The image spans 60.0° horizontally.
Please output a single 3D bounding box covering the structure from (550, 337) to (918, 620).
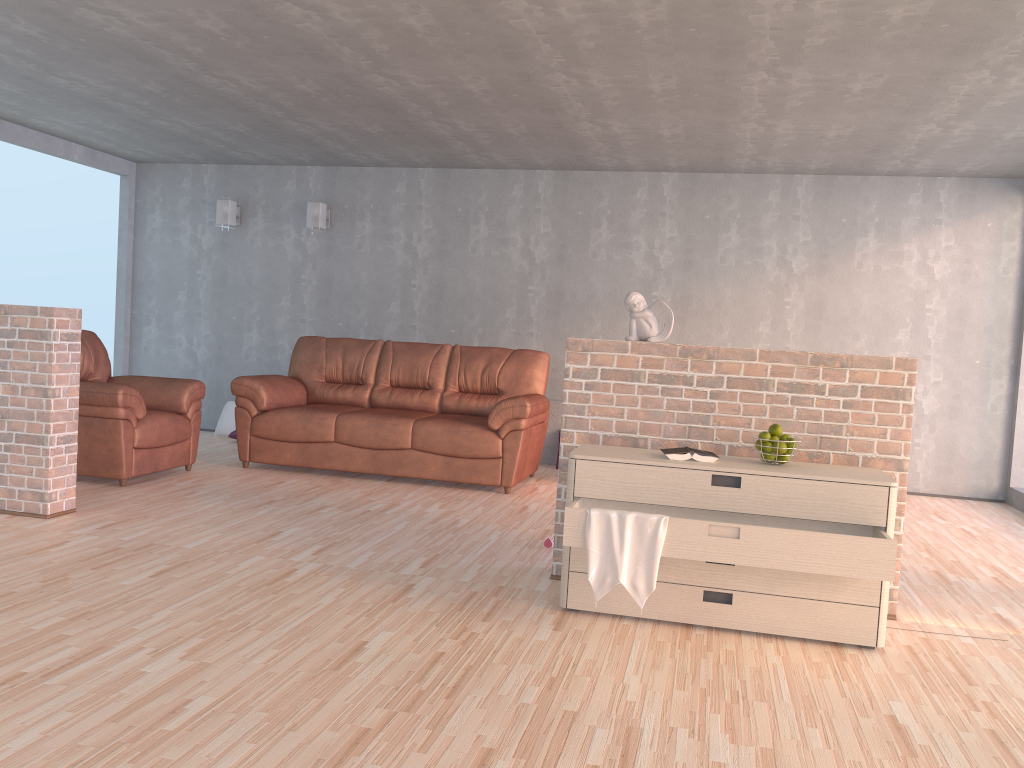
[{"bbox_3d":[0.911,0.371,3.796,1.422,1.057,0.211,4,3,13],"label":"structure"}]

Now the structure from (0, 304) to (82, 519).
[{"bbox_3d":[-2.958,0.095,4.657,1.422,1.057,0.211,4,3,13],"label":"structure"}]

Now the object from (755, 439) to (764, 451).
[{"bbox_3d":[0.966,0.236,3.439,0.046,0.044,0.046,4,3,8],"label":"object"}]

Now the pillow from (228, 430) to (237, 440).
[{"bbox_3d":[-2.225,0.435,7.744,0.392,0.130,0.365,5,4,33],"label":"pillow"}]

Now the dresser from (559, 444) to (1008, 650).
[{"bbox_3d":[1.035,0.627,3.303,1.686,0.612,0.605,4,3,13],"label":"dresser"}]

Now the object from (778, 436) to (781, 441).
[{"bbox_3d":[1.047,0.229,3.488,0.053,0.048,0.054,4,3,19],"label":"object"}]

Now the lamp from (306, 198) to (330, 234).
[{"bbox_3d":[-1.725,-1.489,7.873,0.165,0.319,0.177,4,3,13],"label":"lamp"}]

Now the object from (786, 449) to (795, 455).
[{"bbox_3d":[1.073,0.248,3.451,0.053,0.054,0.053,1,4,-42],"label":"object"}]

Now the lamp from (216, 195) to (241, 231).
[{"bbox_3d":[-2.587,-1.550,8.060,0.165,0.319,0.168,4,3,13],"label":"lamp"}]

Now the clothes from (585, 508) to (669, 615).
[{"bbox_3d":[0.405,0.633,3.149,0.325,0.369,0.097,4,3,13],"label":"clothes"}]

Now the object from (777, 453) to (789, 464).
[{"bbox_3d":[1.046,0.285,3.419,0.046,0.048,0.048,3,3,1],"label":"object"}]

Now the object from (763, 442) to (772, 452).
[{"bbox_3d":[0.981,0.242,3.399,0.038,0.040,0.039,5,3,21],"label":"object"}]

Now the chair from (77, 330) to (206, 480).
[{"bbox_3d":[-2.659,0.100,5.789,0.936,0.879,0.970,4,3,12],"label":"chair"}]

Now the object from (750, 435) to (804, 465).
[{"bbox_3d":[1.023,0.260,3.440,0.202,0.104,0.202,4,3,6],"label":"object"}]

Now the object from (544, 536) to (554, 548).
[{"bbox_3d":[0.242,0.796,4.458,0.192,0.066,0.078,1,4,-41],"label":"object"}]

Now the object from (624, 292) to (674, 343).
[{"bbox_3d":[0.590,-0.288,3.838,0.216,0.218,0.131,4,3,12],"label":"object"}]

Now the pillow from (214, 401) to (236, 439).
[{"bbox_3d":[-2.476,0.328,7.953,0.327,0.326,0.241,4,3,16],"label":"pillow"}]

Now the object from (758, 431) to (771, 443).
[{"bbox_3d":[0.971,0.204,3.412,0.046,0.045,0.046,4,3,12],"label":"object"}]

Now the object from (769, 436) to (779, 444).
[{"bbox_3d":[1.009,0.218,3.418,0.039,0.038,0.039,6,4,41],"label":"object"}]

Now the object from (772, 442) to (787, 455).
[{"bbox_3d":[1.022,0.244,3.389,0.057,0.057,0.057,0,4,-44],"label":"object"}]

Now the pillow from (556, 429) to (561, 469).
[{"bbox_3d":[0.535,0.544,7.255,0.327,0.326,0.241,4,3,6],"label":"pillow"}]

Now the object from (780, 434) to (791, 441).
[{"bbox_3d":[1.059,0.214,3.431,0.043,0.043,0.039,3,3,-2],"label":"object"}]

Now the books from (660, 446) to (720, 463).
[{"bbox_3d":[0.690,0.272,3.453,0.209,0.040,0.146,4,3,3],"label":"books"}]

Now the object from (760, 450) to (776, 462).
[{"bbox_3d":[0.993,0.276,3.435,0.059,0.055,0.060,2,4,-32],"label":"object"}]

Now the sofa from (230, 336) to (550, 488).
[{"bbox_3d":[-0.844,0.147,6.518,2.202,0.923,0.981,4,3,13],"label":"sofa"}]

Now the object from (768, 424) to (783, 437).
[{"bbox_3d":[1.023,0.182,3.444,0.054,0.056,0.054,4,3,12],"label":"object"}]

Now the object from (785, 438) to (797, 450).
[{"bbox_3d":[1.066,0.229,3.390,0.046,0.047,0.047,1,4,-40],"label":"object"}]
